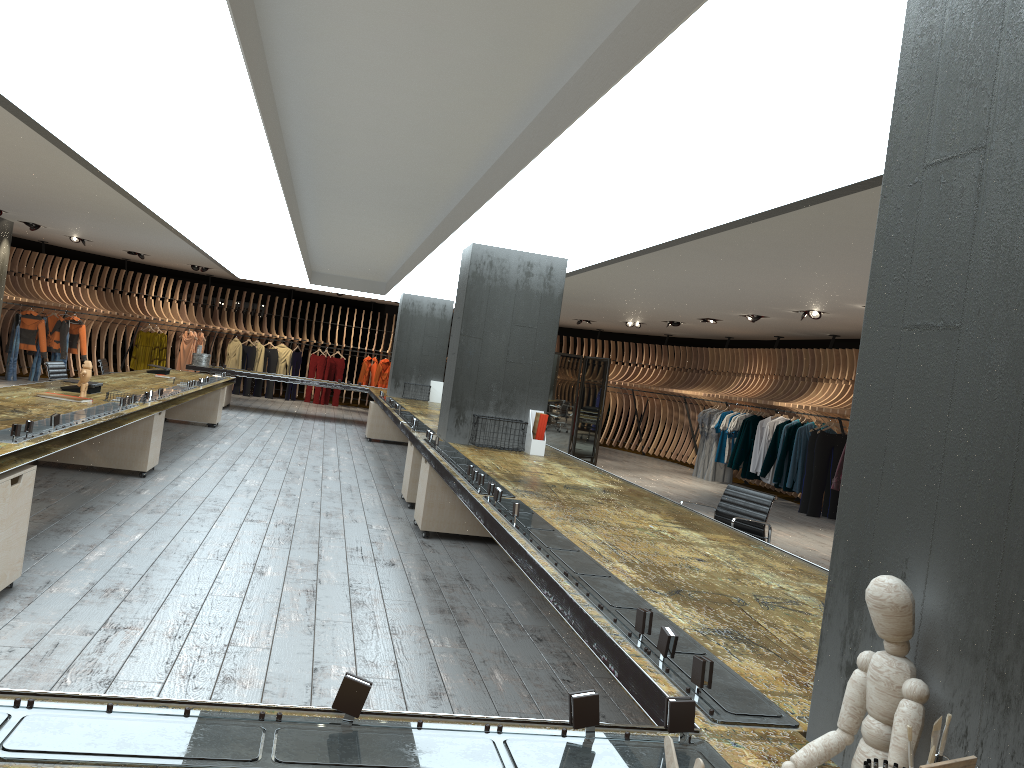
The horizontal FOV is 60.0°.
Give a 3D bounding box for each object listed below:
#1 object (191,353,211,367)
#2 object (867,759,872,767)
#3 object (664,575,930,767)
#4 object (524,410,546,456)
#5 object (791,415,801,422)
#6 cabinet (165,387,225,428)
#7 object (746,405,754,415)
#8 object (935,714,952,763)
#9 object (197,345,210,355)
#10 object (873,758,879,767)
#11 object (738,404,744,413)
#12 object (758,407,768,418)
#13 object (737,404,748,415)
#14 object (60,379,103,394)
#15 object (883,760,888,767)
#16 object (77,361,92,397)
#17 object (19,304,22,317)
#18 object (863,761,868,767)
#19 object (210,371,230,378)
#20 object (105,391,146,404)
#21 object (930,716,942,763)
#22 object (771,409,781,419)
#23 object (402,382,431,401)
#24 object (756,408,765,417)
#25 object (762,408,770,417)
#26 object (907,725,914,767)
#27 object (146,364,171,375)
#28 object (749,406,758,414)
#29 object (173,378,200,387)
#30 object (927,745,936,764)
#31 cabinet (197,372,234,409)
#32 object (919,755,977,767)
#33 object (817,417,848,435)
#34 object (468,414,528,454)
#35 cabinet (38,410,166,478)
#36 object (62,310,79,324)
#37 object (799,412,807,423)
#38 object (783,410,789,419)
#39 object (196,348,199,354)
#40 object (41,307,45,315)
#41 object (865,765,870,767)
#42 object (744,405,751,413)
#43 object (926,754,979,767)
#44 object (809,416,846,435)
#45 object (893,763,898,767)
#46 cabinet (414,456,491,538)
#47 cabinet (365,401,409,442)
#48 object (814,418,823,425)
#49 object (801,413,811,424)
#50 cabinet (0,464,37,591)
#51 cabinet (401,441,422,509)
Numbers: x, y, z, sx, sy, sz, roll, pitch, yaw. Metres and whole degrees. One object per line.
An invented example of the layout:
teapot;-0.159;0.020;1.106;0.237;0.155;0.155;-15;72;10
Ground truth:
object;-5.907;-0.456;16.851;0.302;0.239;0.498;8;1;-11
object;0.541;0.655;1.340;0.030;0.170;0.007;8;0;28
object;0.521;0.542;1.556;0.431;0.429;0.195;8;0;-16
object;0.222;0.435;7.943;0.129;0.383;0.240;8;0;-12
object;4.390;0.559;13.712;0.525;0.270;0.012;8;0;-7
cabinet;-5.009;0.262;13.467;1.131;0.630;0.594;8;0;-12
object;4.081;0.495;15.188;0.524;0.270;0.012;8;0;-27
object;0.647;0.633;1.368;0.008;0.267;0.060;8;0;5
object;-5.835;-0.626;16.806;0.262;0.204;0.088;8;0;-13
object;0.550;0.656;1.342;0.007;0.170;0.030;8;0;-35
object;4.019;0.487;15.487;0.525;0.270;0.012;8;0;-7
object;4.186;0.521;14.761;0.525;0.270;0.012;8;0;-12
object;4.059;0.499;15.407;0.523;0.290;0.013;8;0;-17
object;-3.782;0.023;7.795;0.262;0.088;0.373;8;1;-12
object;0.560;0.658;1.340;0.007;0.170;0.030;8;0;-9
object;-3.516;-0.041;7.300;0.097;0.300;0.321;8;0;-28
object;-9.212;-1.381;16.619;0.023;0.243;0.550;8;0;-30
object;0.533;0.654;1.334;0.030;0.170;0.007;8;0;1
object;-4.562;-0.149;13.855;0.302;0.074;0.217;8;1;-17
object;-3.220;0.120;7.396;0.302;0.074;0.217;8;1;-17
object;0.642;0.635;1.367;0.012;0.264;0.062;8;0;30
object;4.278;0.532;14.268;0.525;0.270;0.012;8;0;-7
object;-1.618;0.140;15.063;0.459;0.289;0.330;8;0;-9
object;4.158;0.516;14.839;0.525;0.270;0.012;8;0;-12
object;4.199;0.524;14.633;0.525;0.270;0.012;8;0;-7
object;0.623;0.645;1.379;0.084;0.240;0.009;8;0;-35
object;-4.869;-0.197;12.233;0.261;0.111;0.373;8;1;-12
object;4.099;0.511;15.016;0.524;0.284;0.014;8;0;-2
object;-3.871;-0.012;10.548;0.302;0.071;0.209;8;1;-17
object;0.634;0.656;1.376;0.009;0.222;0.082;8;0;17
cabinet;-5.757;0.112;17.092;0.593;0.630;1.132;8;0;-12
object;0.627;0.661;1.325;0.138;0.209;0.034;8;0;-32
object;4.610;0.604;12.616;0.525;0.270;0.012;8;0;-7
object;-0.118;0.442;7.815;0.459;0.289;0.330;8;0;-14
cabinet;-3.951;0.474;8.370;1.131;0.630;0.594;8;0;-12
object;-8.967;-1.362;17.791;0.548;0.243;0.023;8;0;-35
object;4.427;0.565;13.512;0.525;0.270;0.012;8;0;-12
object;4.326;0.542;14.039;0.525;0.270;0.012;8;0;-12
object;-5.919;-0.630;16.700;0.062;0.109;0.062;8;0;44
object;-9.112;-1.375;17.216;0.023;0.243;0.549;8;1;-15
object;0.529;0.653;1.325;0.030;0.170;0.007;8;0;-25
object;4.070;0.504;15.302;0.524;0.285;0.013;8;0;-17
object;0.673;0.670;1.378;0.081;0.198;0.050;8;0;13
object;4.584;0.598;12.795;0.525;0.270;0.012;8;0;13
object;0.567;0.659;1.333;0.007;0.170;0.030;8;0;18
cabinet;-0.218;1.003;7.605;1.131;0.630;0.594;8;0;-12
cabinet;-1.839;0.685;14.833;1.131;0.630;0.594;8;0;-12
object;4.517;0.583;13.086;0.525;0.270;0.012;8;0;-2
object;4.467;0.574;13.406;0.525;0.270;0.012;8;0;-12
cabinet;-2.965;0.665;4.146;1.131;0.630;0.594;8;0;-12
cabinet;-0.493;0.948;8.930;1.131;0.630;0.594;8;0;-12
